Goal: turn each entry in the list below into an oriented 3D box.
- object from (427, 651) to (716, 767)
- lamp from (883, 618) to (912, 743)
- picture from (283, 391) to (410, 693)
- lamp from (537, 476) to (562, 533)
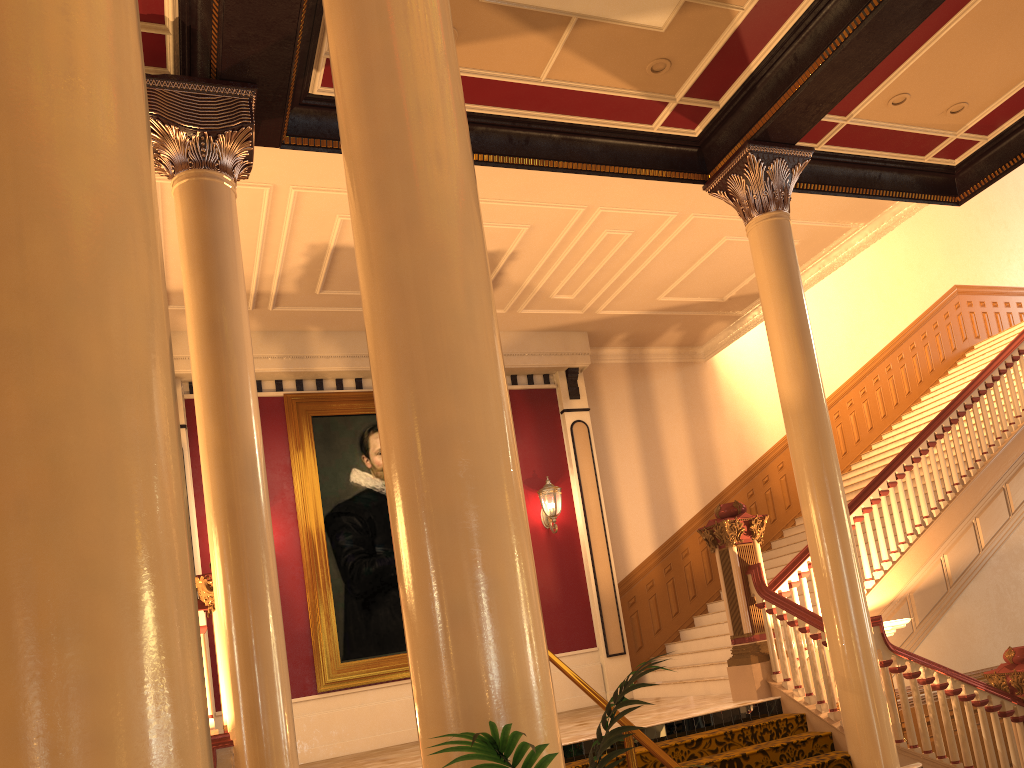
[{"bbox_3d":[0.294,1.501,1.326,1.113,2.098,1.032,-3,-12,-35],"label":"object"},{"bbox_3d":[3.309,3.026,7.375,0.582,1.962,0.593,-9,-9,-6],"label":"lamp"},{"bbox_3d":[-1.194,1.718,10.326,2.603,3.366,0.055,-4,-9,-25],"label":"picture"},{"bbox_3d":[0.484,1.526,10.943,0.325,0.712,0.397,-5,-11,-23],"label":"lamp"}]
